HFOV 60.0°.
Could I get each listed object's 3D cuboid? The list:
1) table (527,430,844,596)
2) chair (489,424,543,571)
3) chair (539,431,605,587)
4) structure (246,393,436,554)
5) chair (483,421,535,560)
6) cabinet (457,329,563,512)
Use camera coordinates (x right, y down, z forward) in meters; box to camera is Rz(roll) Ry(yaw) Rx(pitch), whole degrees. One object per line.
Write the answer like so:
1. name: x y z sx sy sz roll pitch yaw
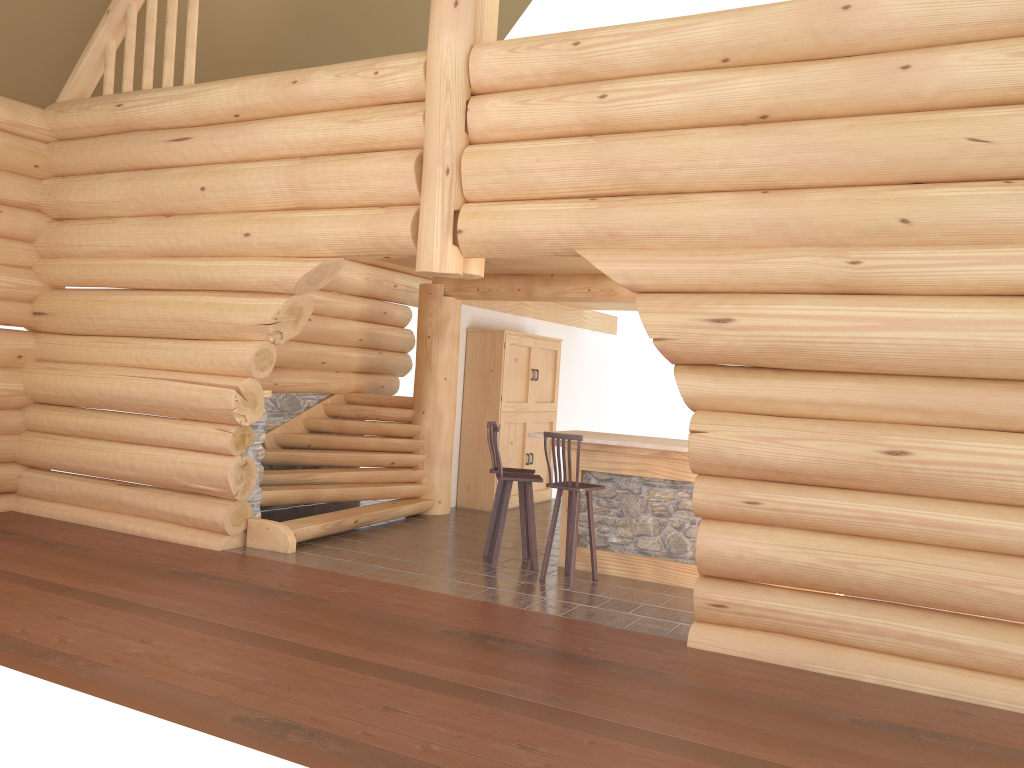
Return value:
1. table: 1.805 1.205 8.330 3.220 1.257 1.196 4 0 28
2. chair: 0.030 1.064 8.393 0.504 1.319 0.406 4 0 -4
3. chair: 0.536 1.098 7.931 0.406 1.319 0.504 4 0 38
4. structure: -2.277 0.753 10.346 1.951 1.643 3.604 4 0 22
5. chair: -0.031 1.057 8.911 0.504 1.319 0.406 4 0 8
6. cabinet: 0.014 0.495 12.609 0.670 2.403 1.847 4 0 28
